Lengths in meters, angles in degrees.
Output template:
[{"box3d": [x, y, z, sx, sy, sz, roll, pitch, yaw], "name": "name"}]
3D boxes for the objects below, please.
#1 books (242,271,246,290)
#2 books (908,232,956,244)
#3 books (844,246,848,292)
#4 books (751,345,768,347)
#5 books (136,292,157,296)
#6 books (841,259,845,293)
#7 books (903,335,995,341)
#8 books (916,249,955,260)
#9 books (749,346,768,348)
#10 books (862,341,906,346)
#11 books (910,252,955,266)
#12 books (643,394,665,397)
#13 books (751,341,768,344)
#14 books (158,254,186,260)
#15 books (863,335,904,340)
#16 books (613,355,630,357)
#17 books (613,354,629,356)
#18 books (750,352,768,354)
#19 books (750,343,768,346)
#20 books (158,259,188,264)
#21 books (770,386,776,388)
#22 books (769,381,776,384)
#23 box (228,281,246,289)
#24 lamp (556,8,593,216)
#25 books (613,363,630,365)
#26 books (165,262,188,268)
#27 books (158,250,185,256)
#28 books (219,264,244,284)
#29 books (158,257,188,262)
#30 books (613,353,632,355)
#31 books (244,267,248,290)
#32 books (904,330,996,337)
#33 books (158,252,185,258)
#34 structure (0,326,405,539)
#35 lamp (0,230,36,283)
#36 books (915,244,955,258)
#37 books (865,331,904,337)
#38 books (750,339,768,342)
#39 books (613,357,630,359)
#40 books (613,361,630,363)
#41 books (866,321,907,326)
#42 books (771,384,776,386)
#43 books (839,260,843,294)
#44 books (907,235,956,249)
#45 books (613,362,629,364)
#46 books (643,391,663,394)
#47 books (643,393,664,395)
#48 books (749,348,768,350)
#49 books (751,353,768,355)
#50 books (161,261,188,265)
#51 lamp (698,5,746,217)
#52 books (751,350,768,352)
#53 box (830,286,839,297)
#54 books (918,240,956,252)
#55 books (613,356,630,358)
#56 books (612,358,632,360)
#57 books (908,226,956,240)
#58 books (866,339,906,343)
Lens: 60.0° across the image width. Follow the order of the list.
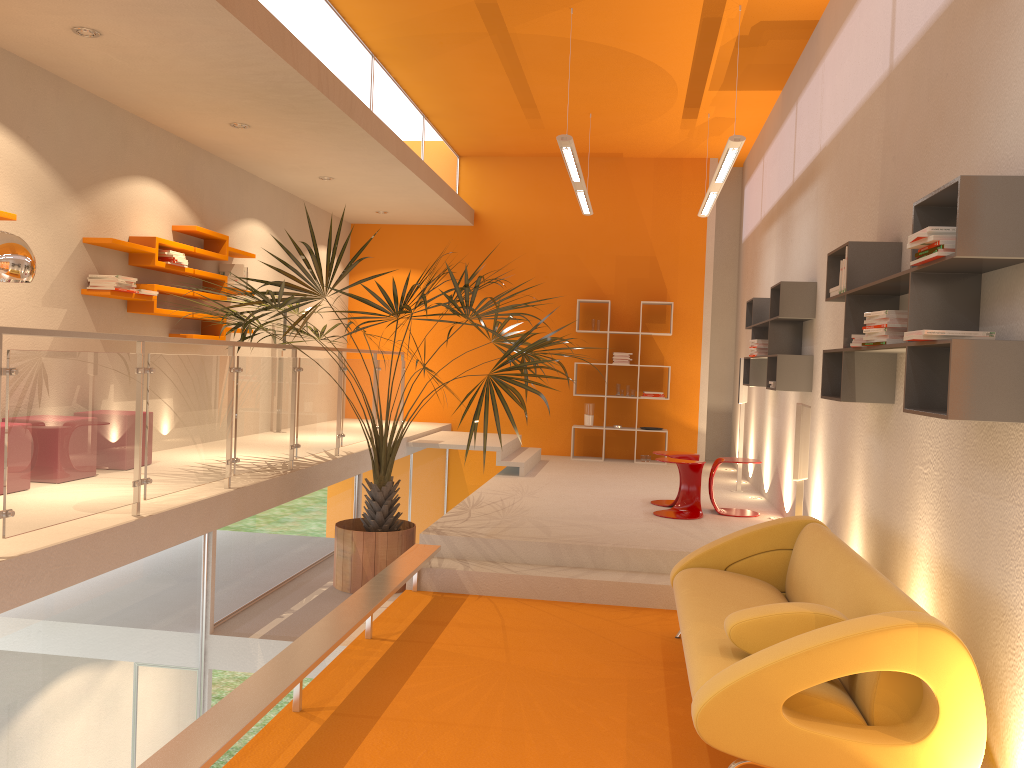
[{"box3d": [-2.566, -0.958, 8.172, 0.230, 0.169, 0.027, 2, 1, 8], "name": "books"}, {"box3d": [1.534, -0.507, 3.093, 0.254, 0.015, 0.190, 3, 1, 14], "name": "books"}, {"box3d": [1.767, -0.564, 4.383, 0.230, 0.227, 0.017, 2, 1, 8], "name": "books"}, {"box3d": [2.188, -0.325, 7.655, 0.190, 0.011, 0.268, 2, 1, 4], "name": "books"}, {"box3d": [-2.792, -0.670, 6.555, 0.254, 0.015, 0.190, 3, 1, 14], "name": "books"}, {"box3d": [1.773, -0.536, 4.433, 0.230, 0.169, 0.027, 2, 1, 8], "name": "books"}, {"box3d": [1.519, -0.157, 3.094, 0.254, 0.015, 0.190, 3, 1, 14], "name": "books"}, {"box3d": [1.545, -0.446, 3.090, 0.190, 0.011, 0.268, 2, 1, 9], "name": "books"}, {"box3d": [2.187, -0.313, 7.652, 0.210, 0.013, 0.297, 2, 1, 3], "name": "books"}, {"box3d": [1.643, -0.168, 3.768, 0.210, 0.013, 0.297, 2, 1, 3], "name": "books"}, {"box3d": [1.545, -0.434, 3.094, 0.210, 0.013, 0.297, 2, 1, 8], "name": "books"}, {"box3d": [1.762, 0.139, 11.016, 0.254, 0.015, 0.190, 2, 1, 4], "name": "books"}, {"box3d": [2.185, -0.354, 7.657, 0.190, 0.015, 0.254, 2, 1, 4], "name": "books"}, {"box3d": [-2.723, -0.997, 6.967, 0.227, 0.017, 0.230, 2, 1, 3], "name": "books"}, {"box3d": [1.644, -0.193, 3.781, 0.190, 0.015, 0.254, 2, 1, -1], "name": "books"}, {"box3d": [1.373, -0.350, 11.119, 0.190, 0.015, 0.254, 2, 1, 4], "name": "books"}, {"box3d": [1.370, -0.365, 11.112, 0.190, 0.015, 0.254, 2, 1, 9], "name": "books"}, {"box3d": [2.185, -0.267, 7.667, 0.190, 0.015, 0.254, 2, 1, -1], "name": "books"}, {"box3d": [2.188, -0.339, 7.665, 0.190, 0.015, 0.254, 2, 1, -1], "name": "books"}, {"box3d": [-2.712, -0.965, 6.976, 0.254, 0.015, 0.190, 2, 1, 4], "name": "books"}, {"box3d": [2.050, 0.026, 6.651, 0.190, 0.015, 0.254, 2, 1, 9], "name": "books"}, {"box3d": [2.058, -0.004, 6.637, 0.230, 0.017, 0.227, 2, 1, 8], "name": "books"}, {"box3d": [-2.564, -0.893, 8.006, 0.232, 0.047, 0.232, 2, 1, 8], "name": "box"}, {"box3d": [0.621, -2.313, 8.027, 0.120, 1.052, 3.195, 2, 1, 8], "name": "lamp"}, {"box3d": [1.368, -0.253, 11.108, 0.210, 0.013, 0.296, 2, 1, 8], "name": "books"}, {"box3d": [-2.728, -0.941, 6.984, 0.210, 0.013, 0.297, 2, 1, 8], "name": "books"}, {"box3d": [-2.736, -1.029, 6.968, 0.230, 0.017, 0.226, 2, 1, 8], "name": "books"}, {"box3d": [-2.572, -0.986, 8.131, 0.230, 0.227, 0.017, 2, 1, 8], "name": "books"}, {"box3d": [-2.719, -0.981, 6.980, 0.254, 0.015, 0.190, 2, 1, 9], "name": "books"}, {"box3d": [1.383, -0.380, 11.106, 0.230, 0.017, 0.227, 2, 1, 3], "name": "books"}, {"box3d": [-2.553, -0.979, 8.222, 0.207, 0.210, 0.021, 2, 1, 8], "name": "books"}, {"box3d": [1.526, -0.173, 3.105, 0.226, 0.017, 0.230, 2, 1, 8], "name": "books"}, {"box3d": [-2.725, -1.013, 6.962, 0.190, 0.015, 0.254, 3, 1, 14], "name": "books"}, {"box3d": [-1.990, 0.214, 3.935, 0.195, 0.900, 11.050, 2, 1, 8], "name": "structure"}, {"box3d": [-2.767, -0.478, 3.226, 0.315, 2.259, 2.077, 3, 2, 31], "name": "lamp"}, {"box3d": [1.545, -0.459, 3.079, 0.190, 0.015, 0.254, 2, 1, 4], "name": "books"}, {"box3d": [1.641, -0.208, 3.773, 0.190, 0.015, 0.254, 2, 1, 4], "name": "books"}, {"box3d": [2.199, -0.369, 7.653, 0.230, 0.017, 0.227, 2, 1, -2], "name": "books"}, {"box3d": [1.371, -0.324, 11.106, 0.210, 0.013, 0.296, 2, 1, 8], "name": "books"}, {"box3d": [1.371, -0.278, 11.121, 0.190, 0.015, 0.254, 2, 1, 4], "name": "books"}, {"box3d": [1.647, -0.251, 3.770, 0.190, 0.011, 0.268, 2, 1, 4], "name": "books"}, {"box3d": [2.046, 0.011, 6.643, 0.190, 0.015, 0.254, 3, 1, 14], "name": "books"}, {"box3d": [1.778, -0.537, 4.488, 0.230, 0.169, 0.023, 2, 1, 8], "name": "books"}, {"box3d": [1.538, -0.491, 3.091, 0.230, 0.017, 0.226, 2, 1, 3], "name": "books"}, {"box3d": [1.370, -0.265, 11.111, 0.190, 0.011, 0.268, 2, 1, 9], "name": "books"}, {"box3d": [1.751, 0.108, 11.007, 0.227, 0.017, 0.230, 2, 1, 3], "name": "books"}, {"box3d": [1.755, 0.124, 11.019, 0.254, 0.015, 0.190, 2, 1, 9], "name": "books"}, {"box3d": [2.196, -0.298, 7.654, 0.230, 0.017, 0.227, 2, 1, -2], "name": "books"}, {"box3d": [2.186, -0.254, 7.657, 0.190, 0.011, 0.268, 2, 1, 4], "name": "books"}, {"box3d": [-2.723, -0.953, 6.977, 0.268, 0.011, 0.190, 2, 1, 9], "name": "books"}, {"box3d": [1.837, -2.261, 7.858, 0.120, 1.052, 3.195, 2, 1, 8], "name": "lamp"}, {"box3d": [2.183, -0.282, 7.659, 0.190, 0.015, 0.254, 2, 1, 4], "name": "books"}, {"box3d": [1.804, -0.479, 4.631, 0.232, 0.047, 0.232, 2, 1, 8], "name": "box"}, {"box3d": [1.550, -0.474, 3.086, 0.190, 0.015, 0.254, 2, 1, 9], "name": "books"}, {"box3d": [1.373, -0.336, 11.110, 0.190, 0.011, 0.268, 2, 1, 9], "name": "books"}, {"box3d": [1.380, -0.309, 11.108, 0.230, 0.017, 0.227, 2, 1, 3], "name": "books"}, {"box3d": [1.541, -0.523, 3.104, 0.226, 0.017, 0.230, 2, 1, 8], "name": "books"}, {"box3d": [1.644, -0.180, 3.771, 0.190, 0.011, 0.268, 2, 1, 4], "name": "books"}]
